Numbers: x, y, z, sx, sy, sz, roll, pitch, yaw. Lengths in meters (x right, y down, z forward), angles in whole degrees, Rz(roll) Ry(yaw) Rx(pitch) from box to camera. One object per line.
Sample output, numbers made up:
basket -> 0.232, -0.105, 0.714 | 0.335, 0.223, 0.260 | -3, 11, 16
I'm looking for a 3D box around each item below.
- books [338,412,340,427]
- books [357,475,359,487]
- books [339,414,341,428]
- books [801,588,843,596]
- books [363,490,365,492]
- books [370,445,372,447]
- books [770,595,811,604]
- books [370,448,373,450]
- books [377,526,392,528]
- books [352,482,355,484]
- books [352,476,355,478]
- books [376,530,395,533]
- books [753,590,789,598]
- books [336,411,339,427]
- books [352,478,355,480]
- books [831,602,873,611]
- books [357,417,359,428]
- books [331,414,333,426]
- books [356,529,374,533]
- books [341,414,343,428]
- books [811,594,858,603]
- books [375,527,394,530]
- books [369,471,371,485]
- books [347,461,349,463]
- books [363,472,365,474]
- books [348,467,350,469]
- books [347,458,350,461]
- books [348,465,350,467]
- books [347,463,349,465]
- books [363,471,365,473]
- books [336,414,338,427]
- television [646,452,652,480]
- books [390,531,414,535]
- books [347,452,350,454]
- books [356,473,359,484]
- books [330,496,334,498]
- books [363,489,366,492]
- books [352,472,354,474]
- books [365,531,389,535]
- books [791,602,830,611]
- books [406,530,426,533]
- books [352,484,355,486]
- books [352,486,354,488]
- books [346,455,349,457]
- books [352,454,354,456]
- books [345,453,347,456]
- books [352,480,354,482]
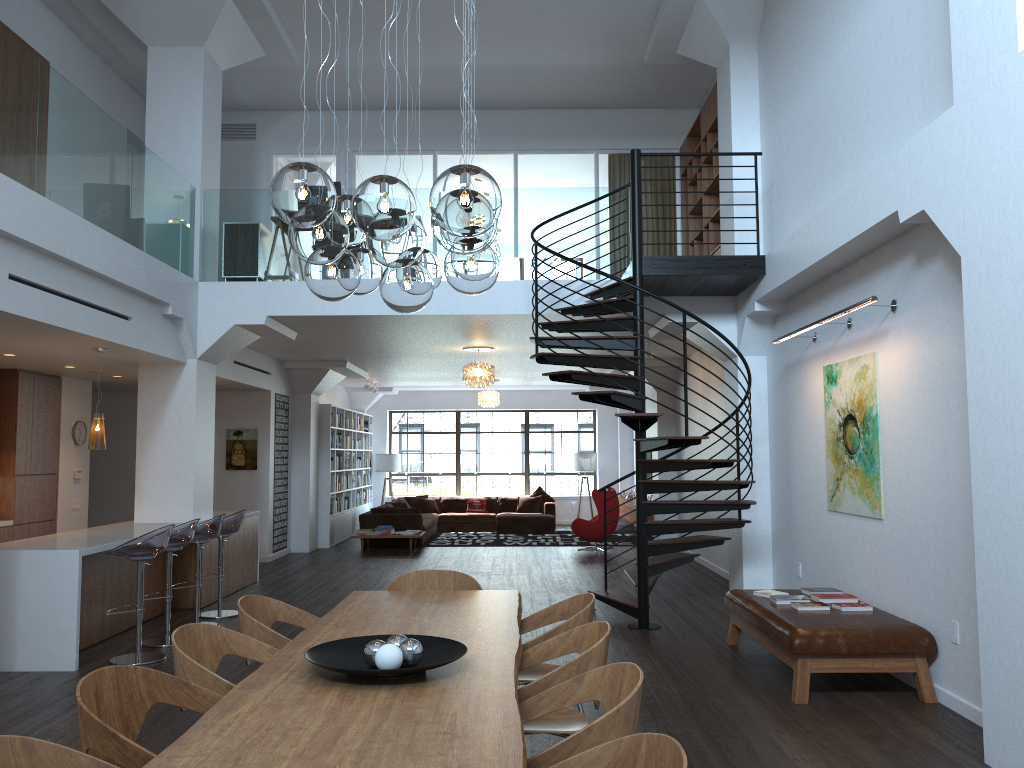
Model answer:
books -> -3.179, 0.640, 15.812 | 0.197, 0.290, 0.136 | 0, -5, 0
books -> -3.152, 1.933, 17.668 | 0.182, 0.253, 0.098 | 0, -5, 0
books -> -3.162, 0.667, 15.914 | 0.182, 0.253, 0.098 | 0, -5, 0
books -> 2.382, 1.598, 6.813 | 0.254, 0.044, 0.183 | 0, -5, -5
books -> -3.174, 2.365, 18.532 | 0.198, 0.284, 0.066 | 0, -5, 0
books -> -3.190, 1.343, 19.202 | 0.254, 0.032, 0.174 | -4, -6, 35
books -> 2.025, 1.571, 6.455 | 0.247, 0.040, 0.185 | -1, -5, 3
books -> -3.192, 1.410, 19.201 | 0.284, 0.035, 0.197 | -3, -5, 30
books -> -2.109, 2.373, 14.727 | 0.224, 0.027, 0.157 | -1, -5, 5
books -> -3.200, 1.930, 17.245 | 0.259, 0.040, 0.180 | 0, -5, 0
books -> -3.184, 1.811, 17.240 | 0.223, 0.032, 0.161 | 0, -5, 0
books -> -2.109, 2.439, 14.719 | 0.312, 0.037, 0.216 | 1, -5, -10
books -> 1.976, 1.603, 6.774 | 0.161, 0.031, 0.223 | 2, -5, -22
books -> -3.175, 0.633, 15.750 | 0.176, 0.293, 0.125 | 0, -5, 0
books -> -3.190, 1.845, 17.230 | 0.253, 0.040, 0.183 | 0, -5, 0
books -> 2.364, 1.548, 6.165 | 0.224, 0.036, 0.161 | 0, -5, -6
books -> -3.175, 0.800, 17.830 | 0.176, 0.290, 0.053 | 0, -5, 0
books -> -3.169, 0.628, 15.256 | 0.161, 0.218, 0.101 | 0, -5, 0
books -> -2.426, 2.432, 14.661 | 0.241, 0.045, 0.334 | 0, -5, 2
books -> -3.167, 0.680, 16.103 | 0.182, 0.255, 0.077 | 0, -5, 0
books -> 2.362, 1.571, 6.495 | 0.283, 0.043, 0.197 | 0, -5, 0
books -> -2.113, 2.404, 14.726 | 0.279, 0.035, 0.191 | -1, -5, 10
books -> -3.154, 2.047, 19.330 | 0.176, 0.290, 0.053 | 0, -5, 0
books -> -3.190, 1.473, 16.812 | 0.168, 0.045, 0.231 | 0, -5, -5
books -> -3.172, 1.847, 18.350 | 0.223, 0.031, 0.161 | 0, -5, 0
books -> -3.176, 1.595, 16.795 | 0.171, 0.039, 0.246 | 0, -5, 0
books -> -3.182, 1.430, 16.812 | 0.183, 0.042, 0.253 | 0, -5, 0
books -> -3.179, 1.555, 16.796 | 0.160, 0.039, 0.251 | -1, -5, 5
books -> -3.204, 1.515, 16.795 | 0.180, 0.042, 0.259 | 0, -5, 0
books -> -3.172, 1.818, 18.361 | 0.224, 0.030, 0.161 | -1, -5, 10
books -> -3.169, 0.651, 15.660 | 0.174, 0.242, 0.105 | 0, -5, 0
television -> 2.585, 1.562, 17.087 | 0.013, 0.816, 1.324 | 0, -5, 0
books -> -1.778, 2.404, 14.309 | 0.342, 0.040, 0.231 | -4, -6, 40
books -> -3.176, 1.307, 16.839 | 0.129, 0.043, 0.185 | -1, -5, 14
books -> -3.169, 1.922, 17.773 | 0.197, 0.290, 0.136 | 0, -5, 0
books -> -3.160, 1.920, 15.125 | 0.223, 0.027, 0.161 | -1, -5, 10
books -> -3.144, 2.367, 18.645 | 0.140, 0.298, 0.044 | 0, -5, 0
books -> -3.173, 1.725, 17.233 | 0.185, 0.041, 0.129 | -1, -5, 14
books -> -2.180, 2.408, 14.319 | 0.236, 0.035, 0.340 | -2, -5, 25
books -> 2.082, 1.551, 6.191 | 0.224, 0.032, 0.161 | 0, -5, 0
books -> -1.622, 2.432, 14.651 | 0.256, 0.035, 0.350 | -2, -5, 25
books -> -3.195, 1.967, 17.218 | 0.251, 0.037, 0.160 | -1, -5, 5
books -> -3.193, 2.004, 17.212 | 0.246, 0.038, 0.171 | 0, -5, 0
books -> -3.204, 1.368, 16.847 | 0.223, 0.027, 0.161 | 1, -5, -10
books -> -3.176, 1.378, 17.164 | 0.223, 0.031, 0.161 | 0, -5, 0
books -> -3.170, 1.308, 16.430 | 0.174, 0.045, 0.240 | 0, -5, 0
books -> -3.186, 1.887, 17.235 | 0.231, 0.044, 0.168 | 0, -5, -5
